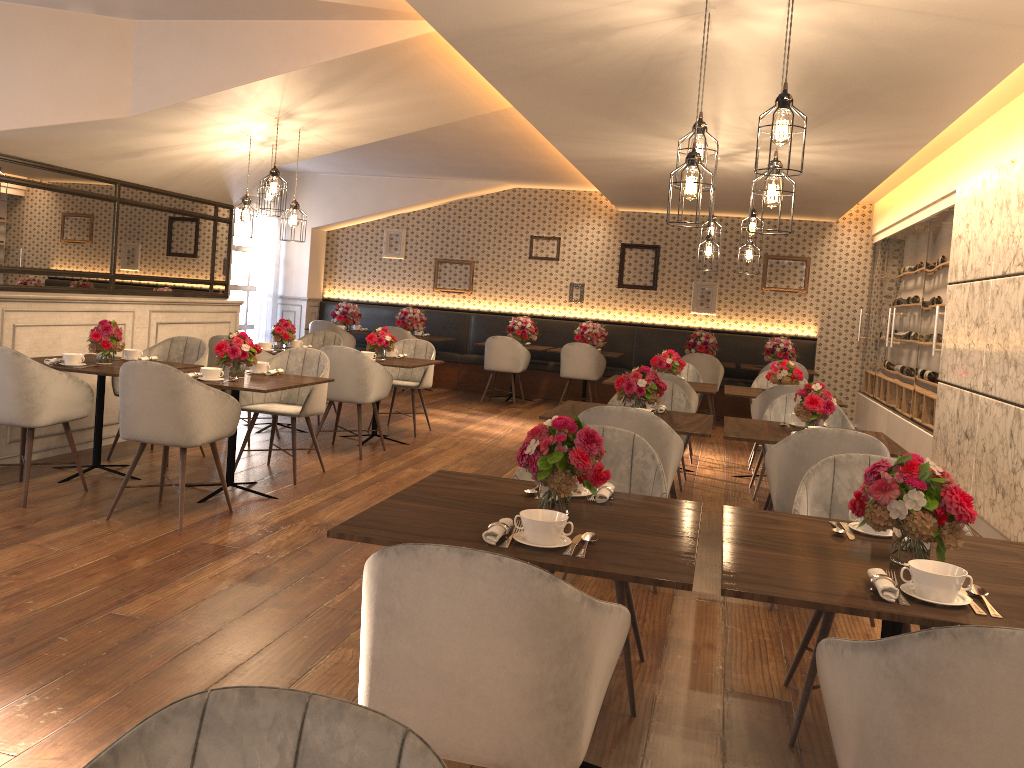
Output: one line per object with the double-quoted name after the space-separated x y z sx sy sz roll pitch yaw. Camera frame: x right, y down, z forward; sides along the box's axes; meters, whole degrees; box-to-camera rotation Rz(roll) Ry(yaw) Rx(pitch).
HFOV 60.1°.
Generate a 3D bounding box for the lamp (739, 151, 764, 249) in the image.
1.968 -2.109 6.976 0.175 2.066 0.175 5 2 15 "lamp"

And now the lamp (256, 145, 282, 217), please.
-1.813 -2.333 6.832 0.175 2.066 0.175 5 2 15 "lamp"

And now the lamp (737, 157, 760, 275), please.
2.030 -1.941 7.302 0.175 2.066 0.175 5 2 15 "lamp"

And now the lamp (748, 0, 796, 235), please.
1.141 -1.654 3.616 0.175 2.066 0.175 5 2 15 "lamp"

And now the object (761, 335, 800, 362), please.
3.283 -0.395 10.847 0.419 0.424 0.407 2 4 -33 "object"

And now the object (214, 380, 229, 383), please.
-1.678 -0.016 5.181 0.022 0.004 0.211 6 6 13 "object"

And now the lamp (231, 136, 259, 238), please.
-1.905 -2.116 6.520 0.175 2.066 0.175 5 2 15 "lamp"

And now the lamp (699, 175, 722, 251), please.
1.777 -2.180 7.567 0.175 2.066 0.175 5 2 15 "lamp"

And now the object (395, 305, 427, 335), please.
-1.361 -0.853 11.946 0.420 0.424 0.406 4 4 1 "object"

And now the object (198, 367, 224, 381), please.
-1.757 -0.056 5.172 0.148 0.072 0.149 3 5 -19 "object"

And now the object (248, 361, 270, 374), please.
-1.649 -0.105 5.772 0.148 0.072 0.149 3 5 -19 "object"

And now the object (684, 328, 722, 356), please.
2.369 -0.484 11.055 0.419 0.424 0.407 2 5 -34 "object"

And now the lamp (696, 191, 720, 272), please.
1.686 -1.963 7.255 0.175 2.066 0.175 5 2 15 "lamp"

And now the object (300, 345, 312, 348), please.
-1.911 -0.344 8.222 0.056 0.039 0.176 5 5 13 "object"

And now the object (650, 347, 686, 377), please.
1.319 -0.158 7.474 0.305 0.301 0.235 4 3 -9 "object"

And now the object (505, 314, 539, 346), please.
0.136 -0.713 11.680 0.419 0.424 0.407 2 4 -33 "object"

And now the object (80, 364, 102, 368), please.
-2.568 -0.109 5.387 0.043 0.015 0.197 6 6 17 "object"

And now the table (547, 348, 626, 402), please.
0.950 -0.058 11.489 0.897 0.719 0.898 5 4 13 "table"

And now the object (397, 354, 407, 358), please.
-0.995 -0.253 8.003 0.056 0.039 0.176 5 5 13 "object"

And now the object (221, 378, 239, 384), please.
-1.652 -0.018 5.168 0.043 0.015 0.197 6 6 17 "object"

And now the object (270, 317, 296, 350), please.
-2.040 -0.453 7.883 0.234 0.300 0.306 4 4 -12 "object"

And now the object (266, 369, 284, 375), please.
-1.540 -0.077 5.747 0.056 0.039 0.176 5 5 13 "object"

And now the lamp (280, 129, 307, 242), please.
-1.560 -2.094 6.568 0.175 2.066 0.175 5 2 15 "lamp"

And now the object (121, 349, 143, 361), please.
-2.565 -0.196 5.992 0.148 0.072 0.149 3 5 -19 "object"

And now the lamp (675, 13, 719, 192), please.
0.888 -1.893 3.880 0.175 2.066 0.175 5 2 15 "lamp"

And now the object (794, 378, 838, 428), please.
1.654 0.123 4.814 0.234 0.300 0.306 5 4 15 "object"

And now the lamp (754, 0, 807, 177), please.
1.079 -1.822 3.289 0.175 2.066 0.175 5 2 15 "lamp"

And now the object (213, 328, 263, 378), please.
-1.672 -0.189 5.421 0.235 0.300 0.305 7 4 32 "object"

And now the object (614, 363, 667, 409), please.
0.738 0.029 5.064 0.305 0.301 0.235 4 3 -9 "object"

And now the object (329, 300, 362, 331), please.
-2.279 -0.944 12.172 0.419 0.424 0.407 2 5 -34 "object"

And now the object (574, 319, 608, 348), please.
1.015 -0.617 11.366 0.420 0.424 0.406 5 4 15 "object"

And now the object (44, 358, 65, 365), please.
-2.785 -0.141 5.418 0.056 0.039 0.176 5 5 13 "object"

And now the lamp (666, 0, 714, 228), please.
0.796 -1.676 3.569 0.175 2.066 0.175 5 2 15 "lamp"

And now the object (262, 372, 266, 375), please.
-1.576 -0.073 5.745 0.025 0.024 0.193 5 5 13 "object"

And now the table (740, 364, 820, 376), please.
3.252 0.170 10.938 0.897 0.719 0.898 5 4 13 "table"

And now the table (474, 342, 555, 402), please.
0.020 -0.151 11.712 0.897 0.719 0.898 5 4 13 "table"

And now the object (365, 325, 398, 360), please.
-1.128 -0.363 7.677 0.235 0.300 0.305 7 4 32 "object"

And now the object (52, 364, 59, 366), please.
-2.749 -0.131 5.420 0.025 0.024 0.193 5 5 13 "object"

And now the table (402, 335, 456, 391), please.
-1.352 -0.287 12.041 0.897 0.719 0.898 5 4 13 "table"

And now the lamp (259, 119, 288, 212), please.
-1.622 -2.262 6.241 0.175 2.066 0.175 5 2 15 "lamp"

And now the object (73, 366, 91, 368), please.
-2.594 -0.107 5.400 0.022 0.004 0.211 6 6 13 "object"

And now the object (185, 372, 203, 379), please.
-1.869 -0.050 5.199 0.056 0.039 0.176 5 5 13 "object"

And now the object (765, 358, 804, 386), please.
2.232 -0.065 7.223 0.306 0.301 0.234 7 4 35 "object"

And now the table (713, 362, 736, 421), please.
2.322 0.078 11.160 0.897 0.719 0.898 5 4 13 "table"

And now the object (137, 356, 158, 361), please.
-2.456 -0.168 5.966 0.056 0.039 0.176 5 5 13 "object"

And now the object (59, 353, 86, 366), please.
-2.673 -0.147 5.392 0.148 0.072 0.149 3 5 -19 "object"

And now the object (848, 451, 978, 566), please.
1.047 0.316 2.312 0.306 0.301 0.234 7 4 35 "object"

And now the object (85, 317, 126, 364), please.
-2.585 -0.278 5.627 0.234 0.300 0.306 4 4 -12 "object"

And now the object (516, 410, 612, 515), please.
0.133 0.224 2.560 0.234 0.300 0.306 1 5 -44 "object"
